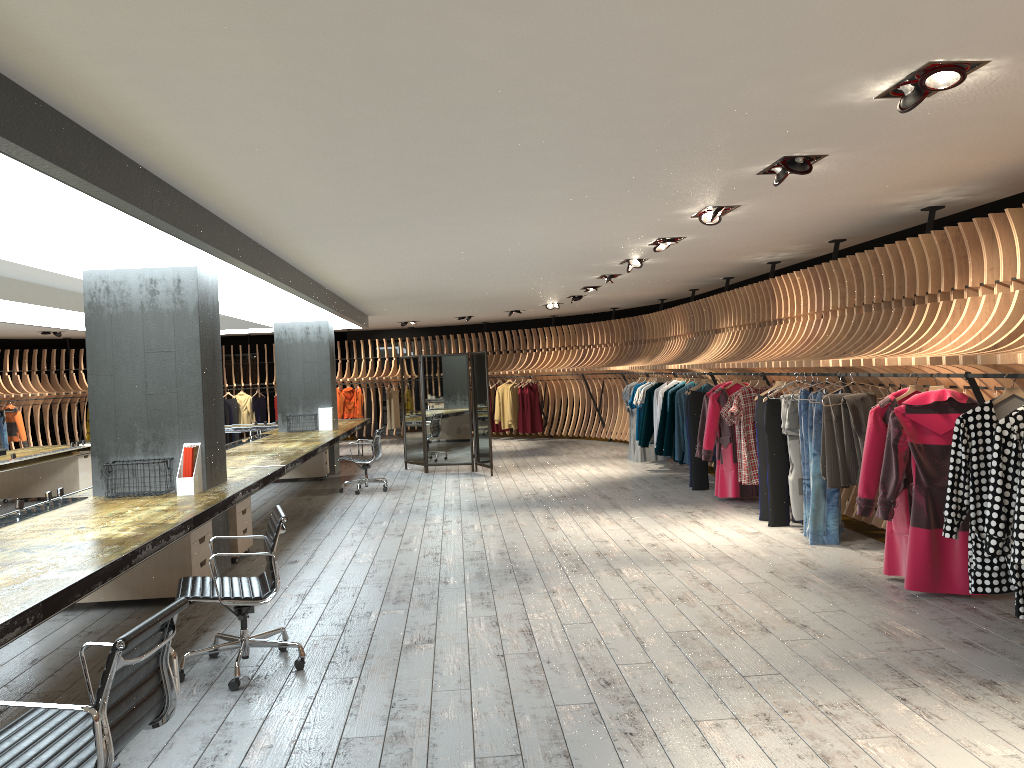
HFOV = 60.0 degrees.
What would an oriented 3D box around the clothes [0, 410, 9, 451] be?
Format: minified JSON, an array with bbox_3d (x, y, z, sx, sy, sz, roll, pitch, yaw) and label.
[{"bbox_3d":[-10.382,1.225,17.986,0.309,1.422,0.200,-3,0,-32],"label":"clothes"}]

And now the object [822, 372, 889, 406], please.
[{"bbox_3d":[2.725,0.035,7.044,0.547,0.262,0.023,-3,0,-2],"label":"object"}]

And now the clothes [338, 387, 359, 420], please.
[{"bbox_3d":[-4.004,0.516,21.722,0.200,0.881,0.840,-3,0,26],"label":"clothes"}]

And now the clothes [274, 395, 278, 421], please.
[{"bbox_3d":[-5.616,0.940,21.639,0.551,1.338,0.093,-3,0,41],"label":"clothes"}]

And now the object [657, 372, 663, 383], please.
[{"bbox_3d":[2.258,-0.035,13.414,0.524,0.284,0.014,-3,0,6],"label":"object"}]

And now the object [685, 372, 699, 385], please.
[{"bbox_3d":[2.400,-0.023,11.769,0.525,0.270,0.012,-3,0,-4],"label":"object"}]

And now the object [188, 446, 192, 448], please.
[{"bbox_3d":[-2.515,0.670,6.951,0.045,0.359,0.207,-3,0,-4],"label":"object"}]

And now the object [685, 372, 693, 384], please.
[{"bbox_3d":[2.374,-0.025,11.879,0.525,0.270,0.012,-3,0,-4],"label":"object"}]

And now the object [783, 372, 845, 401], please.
[{"bbox_3d":[2.649,0.018,7.783,0.549,0.243,0.023,-3,0,3],"label":"object"}]

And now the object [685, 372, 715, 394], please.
[{"bbox_3d":[2.431,-0.013,11.147,0.525,0.270,0.012,-2,0,21],"label":"object"}]

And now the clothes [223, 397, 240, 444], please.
[{"bbox_3d":[-6.774,0.995,21.306,0.539,1.353,0.087,-3,0,21],"label":"clothes"}]

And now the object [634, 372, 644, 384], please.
[{"bbox_3d":[2.171,-0.061,14.747,0.525,0.270,0.012,-3,0,-14],"label":"object"}]

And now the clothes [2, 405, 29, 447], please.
[{"bbox_3d":[-10.294,0.863,18.232,0.839,0.881,0.201,-2,0,26],"label":"clothes"}]

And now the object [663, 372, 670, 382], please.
[{"bbox_3d":[2.308,-0.038,13.149,0.525,0.270,0.012,-3,0,-4],"label":"object"}]

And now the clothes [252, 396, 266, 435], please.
[{"bbox_3d":[-6.133,0.958,21.526,0.087,1.353,0.539,-3,0,21],"label":"clothes"}]

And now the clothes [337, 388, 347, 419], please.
[{"bbox_3d":[-4.213,0.525,21.778,0.201,0.881,0.839,-3,0,1],"label":"clothes"}]

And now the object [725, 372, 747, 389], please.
[{"bbox_3d":[2.522,0.001,9.937,0.525,0.270,0.012,-3,0,6],"label":"object"}]

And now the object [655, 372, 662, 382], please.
[{"bbox_3d":[2.261,-0.048,13.587,0.525,0.270,0.012,-3,0,-19],"label":"object"}]

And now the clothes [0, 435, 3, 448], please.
[{"bbox_3d":[-10.496,0.884,17.693,0.839,0.881,0.201,-3,0,16],"label":"clothes"}]

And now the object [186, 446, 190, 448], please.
[{"bbox_3d":[-2.537,0.671,6.950,0.045,0.359,0.207,-3,0,-4],"label":"object"}]

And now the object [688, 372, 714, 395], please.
[{"bbox_3d":[2.433,-0.010,10.966,0.525,0.270,0.012,-3,0,1],"label":"object"}]

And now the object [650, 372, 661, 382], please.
[{"bbox_3d":[2.242,-0.049,13.892,0.525,0.270,0.012,-3,0,1],"label":"object"}]

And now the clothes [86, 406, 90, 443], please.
[{"bbox_3d":[-9.190,0.967,19.691,0.664,1.045,0.168,-3,0,27],"label":"clothes"}]

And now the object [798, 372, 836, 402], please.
[{"bbox_3d":[2.650,0.021,7.676,0.549,0.243,0.023,-3,0,-32],"label":"object"}]

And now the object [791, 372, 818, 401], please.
[{"bbox_3d":[2.634,0.014,7.940,0.549,0.243,0.023,-3,0,-42],"label":"object"}]

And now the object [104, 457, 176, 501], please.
[{"bbox_3d":[-2.878,0.733,6.866,0.459,0.289,0.329,-3,1,-6],"label":"object"}]

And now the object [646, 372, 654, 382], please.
[{"bbox_3d":[2.207,-0.042,13.997,0.523,0.288,0.015,-3,0,6],"label":"object"}]

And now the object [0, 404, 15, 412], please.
[{"bbox_3d":[-10.411,0.456,17.990,0.549,0.243,0.023,-3,0,-27],"label":"object"}]

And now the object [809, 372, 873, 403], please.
[{"bbox_3d":[2.683,0.024,7.233,0.549,0.243,0.023,-3,0,-2],"label":"object"}]

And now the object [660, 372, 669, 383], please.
[{"bbox_3d":[2.290,-0.038,13.231,0.525,0.270,0.012,-3,0,-4],"label":"object"}]

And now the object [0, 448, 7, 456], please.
[{"bbox_3d":[-6.995,0.919,11.904,0.261,0.111,0.373,-3,1,-4],"label":"object"}]

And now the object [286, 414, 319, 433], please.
[{"bbox_3d":[-3.369,0.634,14.253,0.459,0.289,0.329,-3,1,-1],"label":"object"}]

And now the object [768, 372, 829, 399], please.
[{"bbox_3d":[2.621,0.011,8.145,0.549,0.243,0.023,-2,0,33],"label":"object"}]

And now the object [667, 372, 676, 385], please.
[{"bbox_3d":[2.330,-0.038,12.649,0.525,0.270,0.012,-3,0,1],"label":"object"}]

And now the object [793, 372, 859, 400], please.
[{"bbox_3d":[2.678,0.028,7.557,0.548,0.256,0.023,-2,0,22],"label":"object"}]

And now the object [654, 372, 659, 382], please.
[{"bbox_3d":[2.268,-0.039,13.702,0.524,0.285,0.013,-3,0,-9],"label":"object"}]

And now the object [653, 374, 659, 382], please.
[{"bbox_3d":[2.271,-0.043,13.807,0.523,0.290,0.013,-3,0,-9],"label":"object"}]

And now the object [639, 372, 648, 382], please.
[{"bbox_3d":[2.188,-0.059,14.611,0.525,0.270,0.012,-3,0,11],"label":"object"}]

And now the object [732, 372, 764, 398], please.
[{"bbox_3d":[2.544,0.010,9.289,0.525,0.270,0.012,-3,0,-4],"label":"object"}]

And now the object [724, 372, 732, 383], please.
[{"bbox_3d":[2.484,-0.001,10.181,0.525,0.270,0.012,-3,0,-4],"label":"object"}]

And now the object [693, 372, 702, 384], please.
[{"bbox_3d":[2.405,-0.019,11.445,0.525,0.270,0.012,-3,0,6],"label":"object"}]

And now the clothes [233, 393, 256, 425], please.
[{"bbox_3d":[-6.510,0.652,21.407,0.704,0.890,0.250,-3,0,17],"label":"clothes"}]

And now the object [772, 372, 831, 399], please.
[{"bbox_3d":[2.628,0.017,8.049,0.549,0.250,0.023,-3,0,-2],"label":"object"}]

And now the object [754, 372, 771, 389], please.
[{"bbox_3d":[2.552,0.020,9.076,0.524,0.286,0.015,-3,0,-19],"label":"object"}]

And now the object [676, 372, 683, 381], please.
[{"bbox_3d":[2.346,-0.035,12.415,0.525,0.270,0.012,-3,0,-4],"label":"object"}]

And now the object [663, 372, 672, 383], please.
[{"bbox_3d":[2.303,-0.035,13.021,0.525,0.270,0.012,-3,0,1],"label":"object"}]

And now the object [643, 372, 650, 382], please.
[{"bbox_3d":[2.218,-0.058,14.439,0.525,0.270,0.012,-3,0,-19],"label":"object"}]

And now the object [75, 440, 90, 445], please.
[{"bbox_3d":[-6.458,0.894,13.467,0.302,0.074,0.217,-3,1,-9],"label":"object"}]

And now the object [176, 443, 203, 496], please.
[{"bbox_3d":[-2.530,0.664,6.946,0.129,0.383,0.239,-3,0,-4],"label":"object"}]

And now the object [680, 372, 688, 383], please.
[{"bbox_3d":[2.365,-0.026,12.082,0.525,0.270,0.012,-3,0,1],"label":"object"}]

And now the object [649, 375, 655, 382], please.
[{"bbox_3d":[2.236,-0.053,14.133,0.525,0.270,0.012,-2,0,21],"label":"object"}]
